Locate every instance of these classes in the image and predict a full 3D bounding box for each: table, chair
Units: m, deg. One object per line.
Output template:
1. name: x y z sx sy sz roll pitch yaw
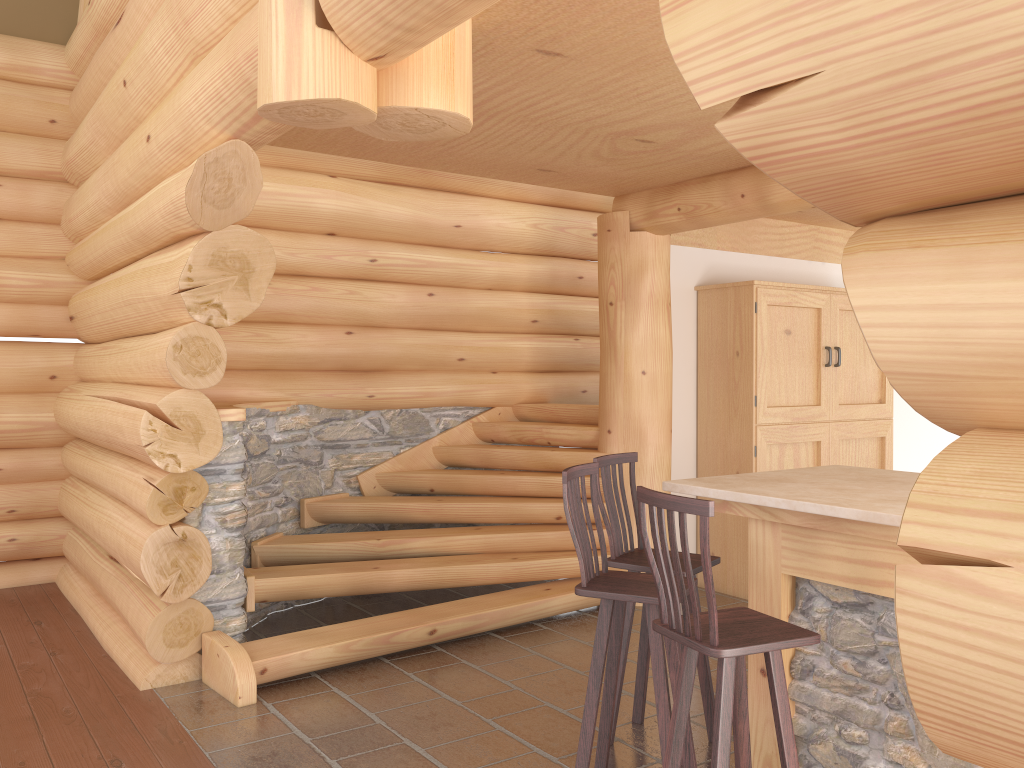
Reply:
1. table: 2.028 1.046 2.736 1.196 1.257 3.220 0 1 -35
2. chair: 0.714 1.012 2.975 0.504 1.319 0.406 0 1 -25
3. chair: 0.668 0.999 4.108 0.504 1.319 0.406 0 1 35
4. chair: 0.482 1.005 3.621 0.504 1.319 0.406 0 1 24

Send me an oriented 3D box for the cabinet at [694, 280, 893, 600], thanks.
1. cabinet: 2.401 0.420 7.372 1.847 2.403 0.670 0 1 -35

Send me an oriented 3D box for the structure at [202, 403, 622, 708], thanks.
1. structure: -0.663 0.817 6.429 3.604 1.643 1.951 -1 1 -41
